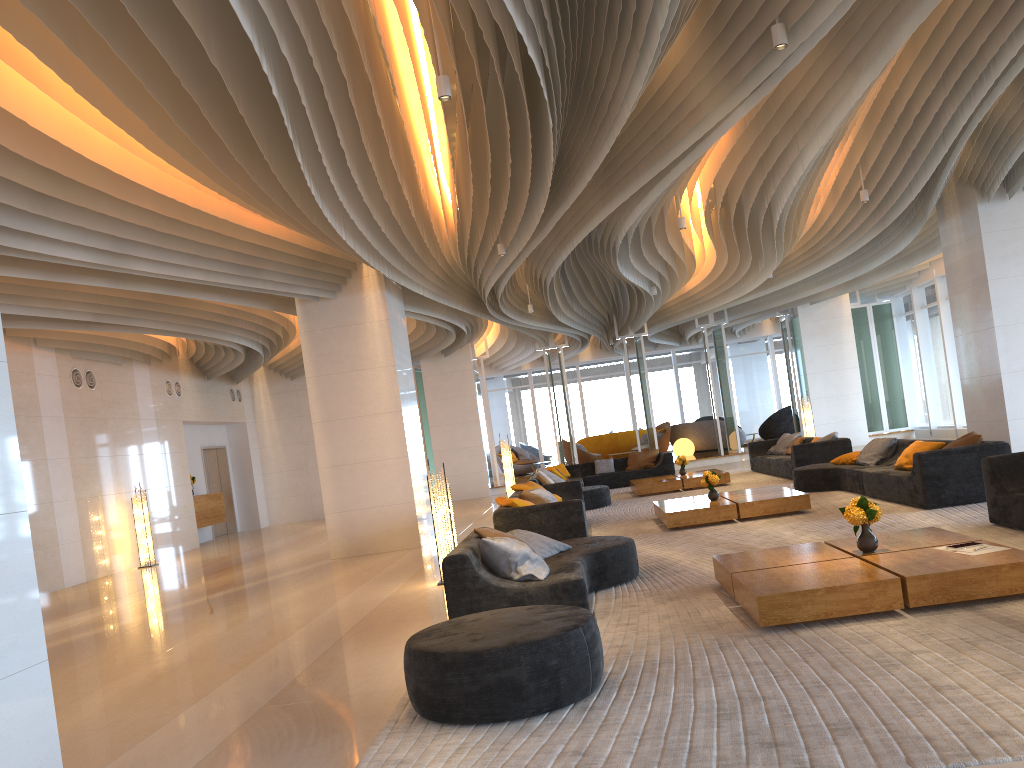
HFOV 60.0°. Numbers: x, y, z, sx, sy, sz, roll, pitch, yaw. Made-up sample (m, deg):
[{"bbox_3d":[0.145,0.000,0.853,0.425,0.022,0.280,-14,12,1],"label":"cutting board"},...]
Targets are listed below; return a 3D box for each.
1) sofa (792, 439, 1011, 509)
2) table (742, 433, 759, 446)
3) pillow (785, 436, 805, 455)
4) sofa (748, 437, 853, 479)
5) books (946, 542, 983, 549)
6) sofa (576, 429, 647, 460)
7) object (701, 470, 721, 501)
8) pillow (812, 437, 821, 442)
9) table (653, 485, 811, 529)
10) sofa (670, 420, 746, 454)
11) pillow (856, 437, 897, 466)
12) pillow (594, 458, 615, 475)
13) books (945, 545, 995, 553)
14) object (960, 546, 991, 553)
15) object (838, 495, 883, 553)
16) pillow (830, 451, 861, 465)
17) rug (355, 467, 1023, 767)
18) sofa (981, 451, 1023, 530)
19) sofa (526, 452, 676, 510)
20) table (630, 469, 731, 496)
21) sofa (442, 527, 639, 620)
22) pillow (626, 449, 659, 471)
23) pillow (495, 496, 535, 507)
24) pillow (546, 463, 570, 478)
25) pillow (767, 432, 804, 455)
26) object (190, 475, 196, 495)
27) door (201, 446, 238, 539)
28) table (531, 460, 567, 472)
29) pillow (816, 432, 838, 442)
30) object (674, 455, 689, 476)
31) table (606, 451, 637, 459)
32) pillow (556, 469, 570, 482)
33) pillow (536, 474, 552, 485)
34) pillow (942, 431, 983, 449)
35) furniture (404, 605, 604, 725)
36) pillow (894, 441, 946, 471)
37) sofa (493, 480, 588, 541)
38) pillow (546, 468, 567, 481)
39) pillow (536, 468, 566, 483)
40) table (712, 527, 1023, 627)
[{"bbox_3d":[4.498,1.037,10.809,1.350,0.582,4.153,-8,-4,2],"label":"sofa"},{"bbox_3d":[6.727,1.643,25.772,1.091,0.318,0.811,-6,-4,-25],"label":"table"},{"bbox_3d":[5.156,1.126,16.164,0.322,0.312,0.408,-8,-2,1],"label":"pillow"},{"bbox_3d":[5.028,1.281,15.720,0.940,0.581,3.788,-8,-4,4],"label":"sofa"},{"bbox_3d":[2.782,0.994,5.454,0.182,0.011,0.111,-7,-4,-7],"label":"books"},{"bbox_3d":[3.052,1.905,26.476,2.570,0.900,1.108,-7,-2,-8],"label":"sofa"},{"bbox_3d":[2.374,1.200,10.556,0.234,0.376,0.268,-8,-1,25],"label":"object"},{"bbox_3d":[5.066,1.059,14.938,0.321,0.312,0.409,-8,-2,5],"label":"pillow"},{"bbox_3d":[2.575,1.479,10.649,1.598,0.220,1.605,-8,-4,3],"label":"table"},{"bbox_3d":[5.401,1.476,24.882,1.124,0.900,2.532,-6,-4,-37],"label":"sofa"},{"bbox_3d":[4.757,0.919,11.606,0.461,0.416,0.667,-8,-3,3],"label":"pillow"},{"bbox_3d":[1.939,1.732,18.608,0.407,0.312,0.323,-8,-2,5],"label":"pillow"},{"bbox_3d":[2.773,0.994,5.374,0.182,0.011,0.211,-7,-4,-16],"label":"books"},{"bbox_3d":[2.785,0.986,5.323,0.182,0.014,0.105,-7,-4,-16],"label":"object"},{"bbox_3d":[2.270,0.903,5.745,0.265,0.377,0.237,-8,-1,5],"label":"object"},{"bbox_3d":[4.698,1.017,12.131,0.593,0.192,0.444,-6,-4,-32],"label":"pillow"},{"bbox_3d":[2.615,1.609,10.972,5.504,0.022,16.266,-8,-4,4],"label":"rug"},{"bbox_3d":[4.235,0.722,5.372,1.332,0.581,4.208,-8,-4,10],"label":"sofa"},{"bbox_3d":[1.781,1.742,16.420,2.821,0.653,5.103,-8,-4,3],"label":"sofa"},{"bbox_3d":[2.954,1.760,15.804,1.598,0.220,1.605,-8,-4,3],"label":"table"},{"bbox_3d":[0.311,1.365,6.827,1.353,0.576,2.259,-8,-3,3],"label":"sofa"},{"bbox_3d":[2.732,1.592,18.593,0.632,0.377,0.553,-9,-3,25],"label":"pillow"},{"bbox_3d":[0.164,1.358,9.440,0.552,0.377,0.634,-7,-3,-19],"label":"pillow"},{"bbox_3d":[0.970,1.845,18.639,0.413,0.316,0.338,-7,-2,-25],"label":"pillow"},{"bbox_3d":[5.230,1.142,17.005,0.552,0.377,0.634,-7,-3,-19],"label":"pillow"},{"bbox_3d":[-6.690,2.095,18.429,0.267,0.496,0.235,-8,-1,-10],"label":"object"},{"bbox_3d":[-6.911,2.506,20.640,0.246,2.099,1.408,-8,-1,4],"label":"door"},{"bbox_3d":[1.128,2.452,26.245,1.075,0.318,0.823,-8,-3,10],"label":"table"},{"bbox_3d":[5.040,1.001,14.424,0.542,0.377,0.646,-9,-3,25],"label":"pillow"},{"bbox_3d":[3.062,1.453,15.946,0.233,0.376,0.269,-9,-2,35],"label":"object"},{"bbox_3d":[3.056,2.075,24.558,0.823,0.318,1.074,-7,-3,-15],"label":"table"},{"bbox_3d":[0.889,1.792,17.240,0.334,0.319,0.407,-7,-3,-29],"label":"pillow"},{"bbox_3d":[0.587,1.671,14.946,0.328,0.311,0.425,-8,-2,5],"label":"pillow"},{"bbox_3d":[4.665,0.724,9.332,0.542,0.377,0.646,-9,-3,25],"label":"pillow"},{"bbox_3d":[-0.038,1.367,4.406,0.978,0.364,0.990,-9,-3,12],"label":"furniture"},{"bbox_3d":[4.658,0.860,10.187,0.449,0.393,0.639,-8,-3,3],"label":"pillow"},{"bbox_3d":[0.419,1.599,10.725,0.940,0.581,3.788,-8,-4,4],"label":"sofa"},{"bbox_3d":[0.804,1.766,17.086,0.328,0.335,0.418,-7,-3,-31],"label":"pillow"},{"bbox_3d":[0.736,1.761,16.750,0.546,0.376,0.652,-8,-3,-1],"label":"pillow"},{"bbox_3d":[2.206,1.207,5.636,1.598,0.220,1.605,-8,-4,3],"label":"table"}]
